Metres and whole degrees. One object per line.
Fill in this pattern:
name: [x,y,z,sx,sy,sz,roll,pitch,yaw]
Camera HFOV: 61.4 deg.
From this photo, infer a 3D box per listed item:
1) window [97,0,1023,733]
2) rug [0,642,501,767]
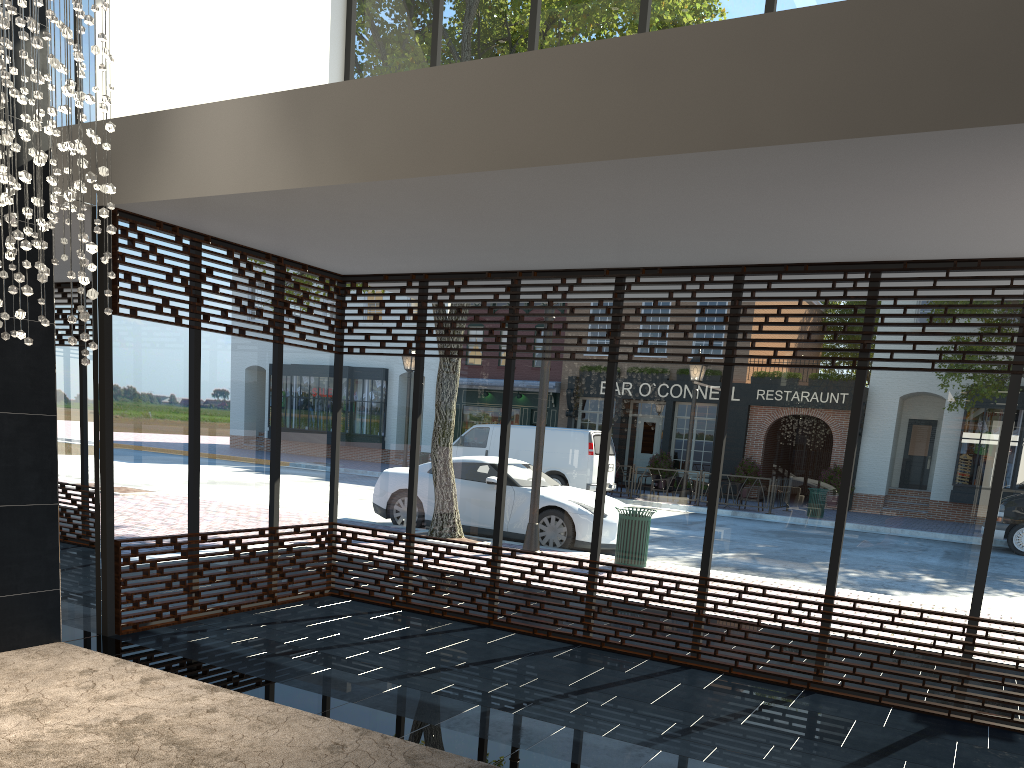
window: [0.624,-1.080,5.021,6.072,6.179,2.312,6,8,28]
rug: [-2.067,1.677,3.904,3.379,0.006,2.323,3,-4,29]
